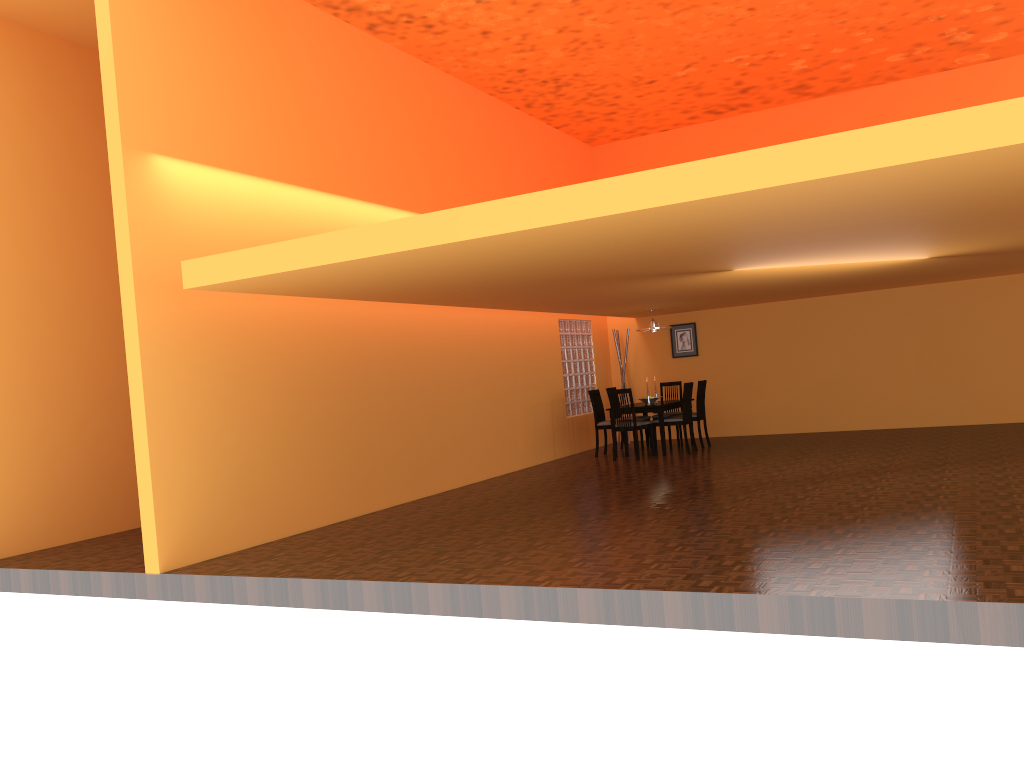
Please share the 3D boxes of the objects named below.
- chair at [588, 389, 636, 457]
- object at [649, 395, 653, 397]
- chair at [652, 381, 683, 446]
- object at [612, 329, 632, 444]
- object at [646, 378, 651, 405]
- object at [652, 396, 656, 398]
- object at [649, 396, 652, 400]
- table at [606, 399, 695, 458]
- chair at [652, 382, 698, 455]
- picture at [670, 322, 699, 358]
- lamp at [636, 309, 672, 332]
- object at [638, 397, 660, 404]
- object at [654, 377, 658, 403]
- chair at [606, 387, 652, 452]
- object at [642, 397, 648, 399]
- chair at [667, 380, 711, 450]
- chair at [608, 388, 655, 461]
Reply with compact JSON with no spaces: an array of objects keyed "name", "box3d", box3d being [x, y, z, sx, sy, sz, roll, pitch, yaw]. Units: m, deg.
[{"name":"chair","box3d":[1.199,0.457,10.589,0.465,0.809,0.373,-5,0,28]},{"name":"object","box3d":[1.672,0.163,10.681,0.069,0.066,0.069,-5,0,37]},{"name":"chair","box3d":[2.016,0.382,11.312,0.373,0.809,0.465,-5,0,23]},{"name":"object","box3d":[1.551,0.030,12.205,0.226,1.589,0.308,-5,0,-40]},{"name":"object","box3d":[1.585,0.081,10.346,0.044,0.326,0.044,-5,0,16]},{"name":"object","box3d":[1.702,0.174,10.607,0.055,0.070,0.066,-5,0,9]},{"name":"object","box3d":[1.639,0.168,10.520,0.046,0.046,0.055,-5,0,10]},{"name":"table","box3d":[1.703,0.525,10.648,0.697,0.584,1.259,-5,0,28]},{"name":"chair","box3d":[1.875,0.399,10.234,0.465,0.809,0.373,-5,0,28]},{"name":"picture","box3d":[2.337,-0.591,12.049,0.361,0.456,0.014,-5,0,28]},{"name":"lamp","box3d":[1.737,-0.777,10.925,0.435,0.274,0.435,-5,0,-40]},{"name":"object","box3d":[1.644,0.202,10.616,0.337,0.072,0.337,-5,0,-6]},{"name":"object","box3d":[1.760,0.063,10.865,0.044,0.326,0.044,-5,0,16]},{"name":"chair","box3d":[1.464,0.431,11.101,0.465,0.809,0.373,-5,0,28]},{"name":"object","box3d":[1.603,0.190,10.606,0.089,0.076,0.087,-5,0,34]},{"name":"chair","box3d":[2.140,0.374,10.745,0.465,0.809,0.373,-5,0,28]},{"name":"chair","box3d":[1.335,0.448,10.019,0.373,0.809,0.465,-5,0,33]}]
